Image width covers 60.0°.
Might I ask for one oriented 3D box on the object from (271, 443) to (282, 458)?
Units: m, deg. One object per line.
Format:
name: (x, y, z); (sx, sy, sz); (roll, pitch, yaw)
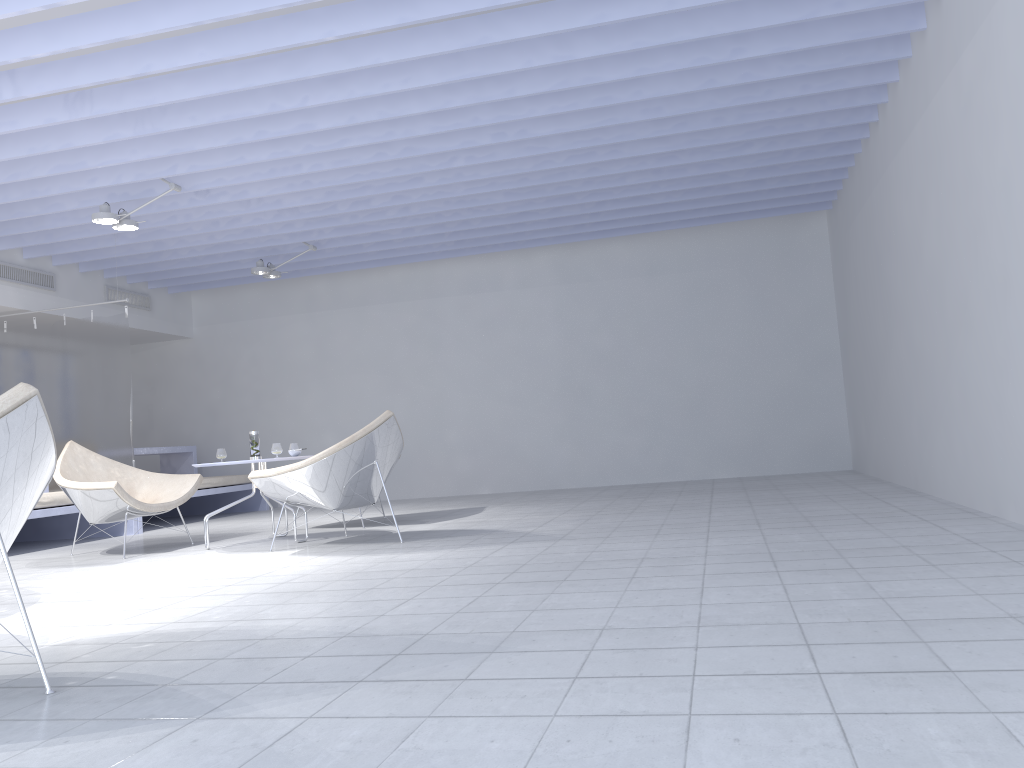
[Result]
object: (-1.464, 0.415, 5.521); (0.068, 0.091, 0.068); (-5, -4, 3)

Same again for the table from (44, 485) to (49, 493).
table: (-4.259, 0.790, 7.058); (0.416, 0.450, 1.065); (-5, -4, 13)

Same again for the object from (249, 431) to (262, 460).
object: (-1.674, 0.401, 5.774); (0.075, 0.185, 0.075); (-3, -4, -24)

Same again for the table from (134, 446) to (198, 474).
table: (-3.757, 0.893, 9.210); (0.416, 0.450, 1.065); (-5, -4, 13)

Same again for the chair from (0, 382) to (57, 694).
chair: (-1.508, 0.401, 2.221); (0.753, 0.759, 0.906); (-5, -4, 8)

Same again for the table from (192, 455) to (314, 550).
table: (-1.614, 0.754, 5.720); (0.825, 0.534, 0.823); (-4, -4, -10)

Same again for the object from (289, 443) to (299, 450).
object: (-1.474, 0.447, 5.996); (0.068, 0.091, 0.068); (-5, -4, 3)

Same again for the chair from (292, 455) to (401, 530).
chair: (-1.198, 0.671, 6.676); (0.906, 0.759, 0.753); (-6, -4, 28)

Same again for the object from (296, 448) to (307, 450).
object: (-1.355, 0.419, 5.643); (0.098, 0.016, 0.012); (-5, -4, 12)

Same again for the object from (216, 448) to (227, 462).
object: (-1.920, 0.473, 5.860); (0.068, 0.091, 0.068); (-5, -4, 3)

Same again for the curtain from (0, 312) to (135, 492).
curtain: (-4.149, 0.258, 7.665); (1.998, 1.559, 0.125); (-5, -4, 11)

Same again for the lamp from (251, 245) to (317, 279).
lamp: (-2.082, -1.137, 8.181); (0.587, 0.218, 0.380); (-5, -4, 13)

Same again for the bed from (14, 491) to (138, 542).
bed: (-4.343, 1.075, 6.528); (2.016, 0.427, 2.200); (-5, -4, 13)

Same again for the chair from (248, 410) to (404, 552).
chair: (-0.967, 0.558, 5.243); (0.753, 0.759, 0.906); (-7, -4, 30)

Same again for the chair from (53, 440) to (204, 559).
chair: (-2.593, 0.721, 5.784); (0.753, 0.759, 0.906); (-6, -4, 17)

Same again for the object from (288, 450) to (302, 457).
object: (-1.383, 0.442, 5.653); (0.082, 0.043, 0.082); (-5, -4, 14)

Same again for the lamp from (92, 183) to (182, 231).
lamp: (-2.561, -1.235, 6.126); (0.587, 0.218, 0.380); (-5, -4, 13)

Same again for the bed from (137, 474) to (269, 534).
bed: (-3.842, 1.177, 8.679); (2.016, 0.427, 2.200); (-5, -4, 13)
